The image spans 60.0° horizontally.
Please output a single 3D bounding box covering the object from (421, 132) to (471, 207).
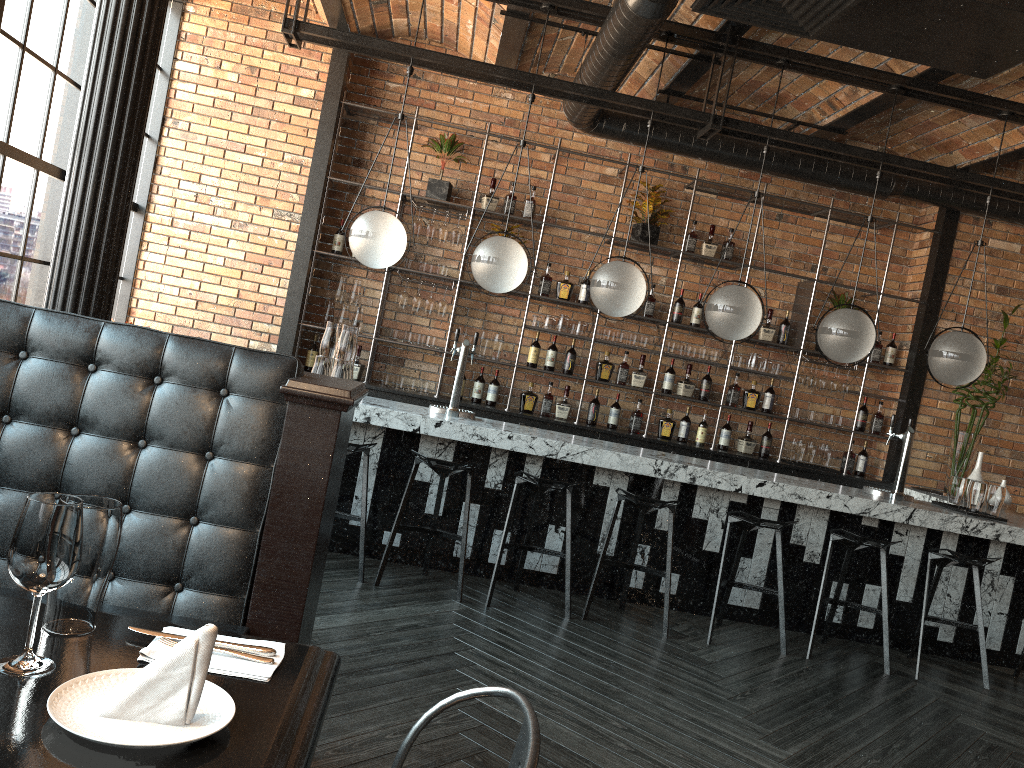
[{"bbox_3d":[-0.544,-1.712,7.045,0.377,0.554,0.422,11,2,-18],"label":"object"}]

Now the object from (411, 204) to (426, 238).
[{"bbox_3d":[-0.734,-1.273,6.932,0.092,0.244,0.092,11,2,0],"label":"object"}]

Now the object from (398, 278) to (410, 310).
[{"bbox_3d":[-0.858,-0.719,7.113,0.092,0.244,0.092,11,2,0],"label":"object"}]

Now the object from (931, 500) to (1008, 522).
[{"bbox_3d":[2.943,0.819,5.719,0.273,0.019,0.437,11,2,-5],"label":"object"}]

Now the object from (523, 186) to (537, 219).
[{"bbox_3d":[0.151,-1.440,7.091,0.083,0.282,0.083,11,2,10],"label":"object"}]

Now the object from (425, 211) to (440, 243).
[{"bbox_3d":[-0.640,-1.260,7.106,0.092,0.244,0.092,11,2,0],"label":"object"}]

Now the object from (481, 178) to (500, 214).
[{"bbox_3d":[-0.167,-1.499,7.062,0.123,0.279,0.123,11,2,-17],"label":"object"}]

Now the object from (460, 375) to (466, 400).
[{"bbox_3d":[-0.414,-0.022,7.116,0.086,0.299,0.086,13,2,44],"label":"object"}]

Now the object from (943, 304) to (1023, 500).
[{"bbox_3d":[3.623,0.135,6.905,0.584,1.546,0.673,12,2,34],"label":"object"}]

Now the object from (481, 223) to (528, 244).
[{"bbox_3d":[-0.074,-1.022,7.064,0.430,0.526,0.425,11,2,7],"label":"object"}]

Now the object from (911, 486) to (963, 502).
[{"bbox_3d":[3.461,0.885,6.955,0.622,0.014,0.622,10,2,-33],"label":"object"}]

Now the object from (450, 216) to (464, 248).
[{"bbox_3d":[-0.442,-1.222,7.125,0.092,0.244,0.092,11,2,0],"label":"object"}]

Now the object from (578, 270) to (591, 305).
[{"bbox_3d":[0.599,-0.778,7.174,0.086,0.298,0.086,13,2,44],"label":"object"}]

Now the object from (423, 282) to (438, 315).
[{"bbox_3d":[-0.639,-0.672,6.968,0.092,0.244,0.092,11,2,0],"label":"object"}]

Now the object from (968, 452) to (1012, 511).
[{"bbox_3d":[3.525,0.716,6.558,0.316,0.397,0.319,13,2,44],"label":"object"}]

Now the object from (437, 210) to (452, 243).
[{"bbox_3d":[-0.529,-1.234,6.951,0.092,0.244,0.092,11,2,0],"label":"object"}]

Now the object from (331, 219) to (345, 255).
[{"bbox_3d":[-1.362,-1.158,7.007,0.086,0.298,0.086,13,2,44],"label":"object"}]

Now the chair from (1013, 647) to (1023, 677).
[{"bbox_3d":[3.182,1.432,5.187,0.475,0.737,0.414,11,2,-15],"label":"chair"}]

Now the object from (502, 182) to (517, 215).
[{"bbox_3d":[-0.012,-1.472,7.075,0.083,0.282,0.083,10,2,-20],"label":"object"}]

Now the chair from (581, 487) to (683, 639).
[{"bbox_3d":[0.692,0.953,4.953,0.475,0.737,0.414,11,2,5],"label":"chair"}]

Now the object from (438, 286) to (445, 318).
[{"bbox_3d":[-0.552,-0.660,7.142,0.092,0.244,0.092,11,2,0],"label":"object"}]

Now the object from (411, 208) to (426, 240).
[{"bbox_3d":[-0.748,-1.281,7.096,0.092,0.244,0.092,11,2,0],"label":"object"}]

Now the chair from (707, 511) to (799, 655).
[{"bbox_3d":[1.318,1.073,5.012,0.475,0.737,0.414,11,2,-10],"label":"chair"}]

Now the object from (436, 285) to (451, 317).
[{"bbox_3d":[-0.538,-0.652,6.978,0.092,0.244,0.092,11,2,0],"label":"object"}]

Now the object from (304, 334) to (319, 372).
[{"bbox_3d":[-1.573,-0.245,7.007,0.086,0.299,0.086,13,2,44],"label":"object"}]

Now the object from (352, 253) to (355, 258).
[{"bbox_3d":[-1.186,-1.111,6.979,0.123,0.279,0.123,11,2,-16],"label":"object"}]

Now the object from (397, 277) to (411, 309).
[{"bbox_3d":[-0.844,-0.711,6.949,0.092,0.244,0.092,11,2,0],"label":"object"}]

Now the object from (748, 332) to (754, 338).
[{"bbox_3d":[1.960,-0.516,7.294,0.086,0.299,0.086,13,2,44],"label":"object"}]

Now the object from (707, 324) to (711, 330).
[{"bbox_3d":[1.678,-0.544,7.262,0.151,0.248,0.094,12,2,23],"label":"object"}]

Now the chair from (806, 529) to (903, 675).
[{"bbox_3d":[1.924,1.190,5.069,0.475,0.737,0.414,11,2,0],"label":"chair"}]

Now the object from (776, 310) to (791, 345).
[{"bbox_3d":[2.251,-0.461,7.319,0.086,0.297,0.086,13,2,44],"label":"object"}]

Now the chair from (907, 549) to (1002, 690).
[{"bbox_3d":[2.495,1.300,5.122,0.475,0.737,0.414,11,2,-10],"label":"chair"}]

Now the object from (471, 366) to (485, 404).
[{"bbox_3d":[-0.262,0.005,7.156,0.086,0.298,0.086,13,2,44],"label":"object"}]

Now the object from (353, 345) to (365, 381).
[{"bbox_3d":[-1.232,-0.169,7.020,0.123,0.279,0.123,11,2,8],"label":"object"}]

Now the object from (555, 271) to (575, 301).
[{"bbox_3d":[0.428,-0.785,7.145,0.151,0.248,0.094,11,2,-2],"label":"object"}]

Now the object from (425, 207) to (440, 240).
[{"bbox_3d":[-0.626,-1.252,6.942,0.092,0.244,0.092,11,2,0],"label":"object"}]

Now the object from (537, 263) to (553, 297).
[{"bbox_3d":[0.274,-0.833,7.130,0.083,0.282,0.083,10,2,-20],"label":"object"}]

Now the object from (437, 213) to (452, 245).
[{"bbox_3d":[-0.543,-1.242,7.115,0.092,0.244,0.092,11,2,0],"label":"object"}]

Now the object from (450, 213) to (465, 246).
[{"bbox_3d":[-0.428,-1.214,6.961,0.092,0.244,0.092,11,2,0],"label":"object"}]

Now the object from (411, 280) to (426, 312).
[{"bbox_3d":[-0.736,-0.690,6.959,0.092,0.244,0.092,11,2,0],"label":"object"}]

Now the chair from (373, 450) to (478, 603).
[{"bbox_3d":[-0.427,0.737,4.847,0.475,0.737,0.414,11,2,0],"label":"chair"}]

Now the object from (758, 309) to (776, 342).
[{"bbox_3d":[2.103,-0.478,7.289,0.123,0.279,0.123,11,2,3],"label":"object"}]

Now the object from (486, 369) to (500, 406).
[{"bbox_3d":[-0.144,0.029,7.143,0.086,0.298,0.086,13,2,44],"label":"object"}]

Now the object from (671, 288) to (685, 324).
[{"bbox_3d":[1.366,-0.632,7.236,0.086,0.299,0.086,13,2,44],"label":"object"}]

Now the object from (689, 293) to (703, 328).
[{"bbox_3d":[1.524,-0.602,7.279,0.086,0.298,0.086,13,2,44],"label":"object"}]

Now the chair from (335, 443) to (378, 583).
[{"bbox_3d":[-0.986,0.630,4.795,0.475,0.737,0.414,11,2,-15],"label":"chair"}]

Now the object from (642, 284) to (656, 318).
[{"bbox_3d":[1.123,-0.669,7.210,0.083,0.282,0.083,11,2,-5],"label":"object"}]

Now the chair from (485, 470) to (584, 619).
[{"bbox_3d":[0.124,0.843,4.899,0.475,0.737,0.414,11,2,-10],"label":"chair"}]

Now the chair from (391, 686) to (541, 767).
[{"bbox_3d":[-0.318,0.811,1.151,0.558,0.857,0.504,11,2,0],"label":"chair"}]

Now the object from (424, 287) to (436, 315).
[{"bbox_3d":[-0.653,-0.680,7.133,0.092,0.244,0.092,11,2,0],"label":"object"}]

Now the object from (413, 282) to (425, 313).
[{"bbox_3d":[-0.750,-0.698,7.123,0.092,0.244,0.092,11,2,0],"label":"object"}]

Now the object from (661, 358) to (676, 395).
[{"bbox_3d":[1.293,-0.064,7.261,0.086,0.298,0.086,13,2,44],"label":"object"}]

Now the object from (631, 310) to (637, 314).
[{"bbox_3d":[0.967,-0.697,7.182,0.123,0.279,0.123,11,2,-17],"label":"object"}]

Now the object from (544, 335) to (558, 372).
[{"bbox_3d":[0.326,-0.252,7.193,0.086,0.298,0.086,13,2,44],"label":"object"}]
